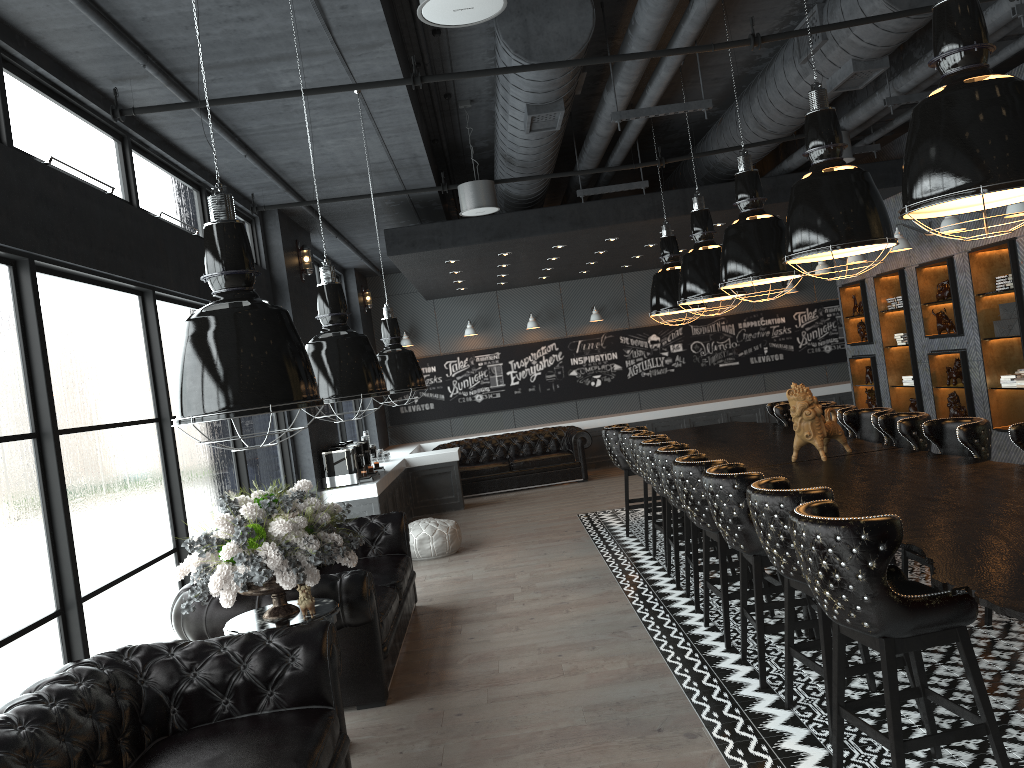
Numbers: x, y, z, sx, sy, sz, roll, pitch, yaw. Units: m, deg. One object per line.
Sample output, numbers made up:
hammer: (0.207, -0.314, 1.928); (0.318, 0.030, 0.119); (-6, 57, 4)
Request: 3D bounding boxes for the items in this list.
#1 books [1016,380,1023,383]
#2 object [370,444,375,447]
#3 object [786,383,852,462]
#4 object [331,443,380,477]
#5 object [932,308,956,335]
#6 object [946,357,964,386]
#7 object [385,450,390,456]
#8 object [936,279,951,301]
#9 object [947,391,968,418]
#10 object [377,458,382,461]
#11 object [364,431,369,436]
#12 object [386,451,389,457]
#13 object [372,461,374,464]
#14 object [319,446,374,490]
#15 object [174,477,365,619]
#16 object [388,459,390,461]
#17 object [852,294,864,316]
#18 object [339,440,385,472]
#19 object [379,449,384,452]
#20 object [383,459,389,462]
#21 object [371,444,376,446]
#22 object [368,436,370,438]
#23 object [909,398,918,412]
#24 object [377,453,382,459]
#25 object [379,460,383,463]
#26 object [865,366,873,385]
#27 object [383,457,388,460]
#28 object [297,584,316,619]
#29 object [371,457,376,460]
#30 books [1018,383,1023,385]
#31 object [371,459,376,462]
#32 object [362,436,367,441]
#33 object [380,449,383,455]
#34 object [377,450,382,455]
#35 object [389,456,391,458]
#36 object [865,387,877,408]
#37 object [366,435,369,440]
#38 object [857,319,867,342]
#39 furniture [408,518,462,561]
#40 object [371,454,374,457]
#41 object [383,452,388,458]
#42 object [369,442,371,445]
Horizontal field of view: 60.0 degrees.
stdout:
books: (4.902, -0.034, 8.370); (0.202, 0.022, 0.228); (-8, 1, 2)
object: (-1.906, 0.864, 12.124); (0.074, 0.073, 0.074); (-8, 0, 19)
object: (2.046, 0.237, 5.922); (0.475, 0.545, 0.249); (-8, 0, -38)
object: (-1.803, 0.882, 10.106); (0.503, 0.426, 0.335); (-8, 0, -1)
object: (4.724, -0.683, 9.669); (0.154, 0.309, 0.324); (-8, 0, 4)
object: (4.822, -0.134, 9.694); (0.143, 0.306, 0.317); (-8, 0, -6)
object: (-1.727, 0.961, 12.289); (0.074, 0.073, 0.074); (-8, 0, 30)
object: (4.692, -1.019, 9.629); (0.138, 0.222, 0.278); (-8, 0, -2)
object: (4.847, 0.271, 9.632); (0.177, 0.388, 0.338); (-8, 0, 7)
object: (-1.801, 1.001, 12.043); (0.074, 0.073, 0.074); (-8, 0, 19)
object: (-2.019, 0.686, 12.285); (0.074, 0.073, 0.074); (-8, 0, 30)
object: (-1.723, 0.963, 12.127); (0.074, 0.073, 0.074); (-8, 0, 19)
object: (-1.878, 1.047, 12.041); (0.074, 0.073, 0.074); (-8, 0, 19)
object: (-1.792, 0.885, 9.589); (0.503, 0.426, 0.335); (-8, 0, -1)
object: (-1.197, 0.828, 4.488); (0.847, 0.663, 0.875); (-8, 0, 29)
object: (-1.715, 1.023, 12.127); (0.074, 0.073, 0.074); (-8, 0, 19)
object: (4.612, -1.064, 11.818); (0.097, 0.290, 0.290); (-8, 0, -3)
object: (-1.813, 0.878, 10.607); (0.503, 0.426, 0.335); (-8, 0, -1)
object: (-1.815, 0.939, 12.288); (0.074, 0.073, 0.074); (-8, 0, 30)
object: (-1.713, 1.024, 12.045); (0.074, 0.073, 0.074); (-8, 0, 19)
object: (-1.907, 0.864, 12.204); (0.074, 0.073, 0.074); (-8, 0, 19)
object: (-2.015, 0.712, 12.285); (0.074, 0.073, 0.074); (-8, 0, 30)
object: (4.967, 0.276, 10.734); (0.314, 0.251, 0.157); (-8, 0, 14)
object: (-1.805, 0.975, 12.043); (0.074, 0.073, 0.074); (-8, 0, 19)
object: (-1.797, 1.036, 12.043); (0.074, 0.073, 0.074); (-8, 0, 19)
object: (4.830, -0.130, 11.852); (0.253, 0.249, 0.126); (-8, 0, -26)
object: (-1.718, 0.990, 12.045); (0.074, 0.073, 0.074); (-8, 0, 19)
object: (-0.994, 1.050, 4.318); (0.086, 0.183, 0.136); (-8, 0, 6)
object: (-1.887, 0.986, 12.041); (0.074, 0.073, 0.074); (-8, 0, 19)
books: (4.905, -0.012, 8.368); (0.158, 0.021, 0.224); (-8, 1, 8)
object: (-1.883, 1.013, 12.041); (0.074, 0.073, 0.074); (-8, 0, 19)
object: (-2.005, 0.748, 12.040); (0.074, 0.073, 0.074); (-8, 0, 19)
object: (-1.813, 0.939, 12.205); (0.074, 0.073, 0.074); (-8, 0, 19)
object: (-1.812, 0.940, 12.125); (0.074, 0.073, 0.074); (-8, 0, 19)
object: (-1.723, 0.988, 12.289); (0.074, 0.073, 0.074); (-8, 0, 30)
object: (4.831, 0.227, 11.831); (0.170, 0.362, 0.268); (-8, 0, -8)
object: (-2.009, 0.747, 12.202); (0.074, 0.073, 0.074); (-8, 0, 19)
object: (4.699, -0.701, 11.796); (0.155, 0.329, 0.236); (-8, 0, 4)
furniture: (-0.873, 1.617, 9.346); (0.679, 0.383, 0.679); (-8, 0, -1)
object: (-1.892, 0.952, 12.041); (0.074, 0.073, 0.074); (-8, 0, 19)
object: (-1.722, 0.963, 12.045); (0.074, 0.073, 0.074); (-8, 0, 19)
object: (-2.002, 0.808, 12.285); (0.074, 0.073, 0.074); (-8, 0, 30)
